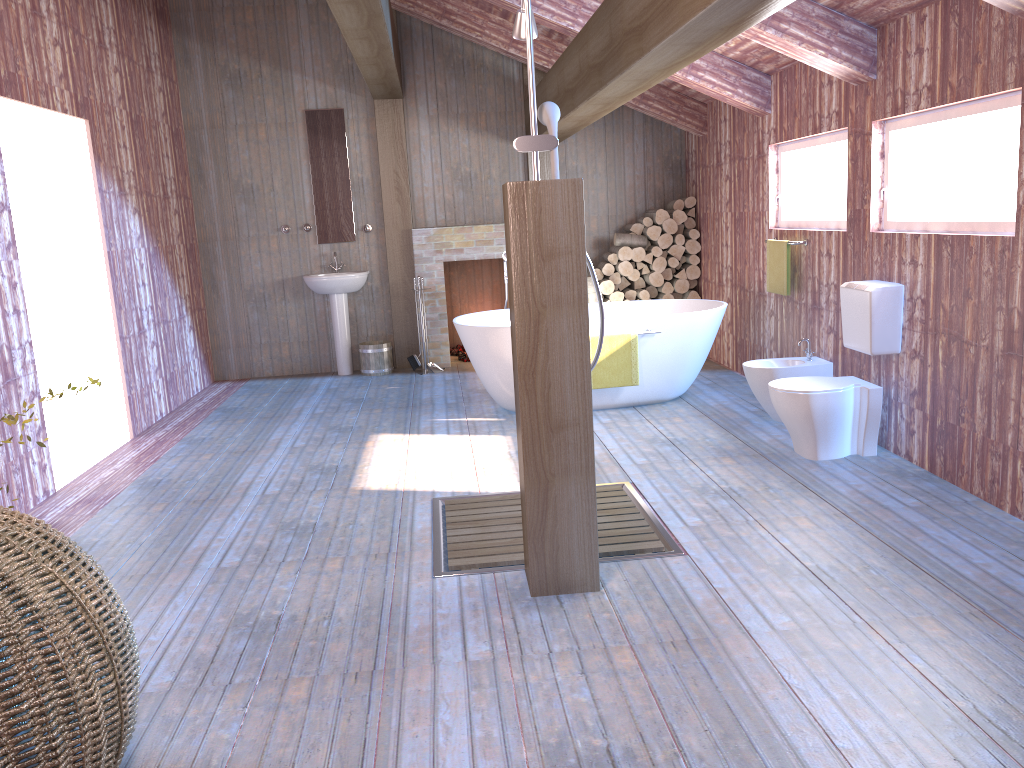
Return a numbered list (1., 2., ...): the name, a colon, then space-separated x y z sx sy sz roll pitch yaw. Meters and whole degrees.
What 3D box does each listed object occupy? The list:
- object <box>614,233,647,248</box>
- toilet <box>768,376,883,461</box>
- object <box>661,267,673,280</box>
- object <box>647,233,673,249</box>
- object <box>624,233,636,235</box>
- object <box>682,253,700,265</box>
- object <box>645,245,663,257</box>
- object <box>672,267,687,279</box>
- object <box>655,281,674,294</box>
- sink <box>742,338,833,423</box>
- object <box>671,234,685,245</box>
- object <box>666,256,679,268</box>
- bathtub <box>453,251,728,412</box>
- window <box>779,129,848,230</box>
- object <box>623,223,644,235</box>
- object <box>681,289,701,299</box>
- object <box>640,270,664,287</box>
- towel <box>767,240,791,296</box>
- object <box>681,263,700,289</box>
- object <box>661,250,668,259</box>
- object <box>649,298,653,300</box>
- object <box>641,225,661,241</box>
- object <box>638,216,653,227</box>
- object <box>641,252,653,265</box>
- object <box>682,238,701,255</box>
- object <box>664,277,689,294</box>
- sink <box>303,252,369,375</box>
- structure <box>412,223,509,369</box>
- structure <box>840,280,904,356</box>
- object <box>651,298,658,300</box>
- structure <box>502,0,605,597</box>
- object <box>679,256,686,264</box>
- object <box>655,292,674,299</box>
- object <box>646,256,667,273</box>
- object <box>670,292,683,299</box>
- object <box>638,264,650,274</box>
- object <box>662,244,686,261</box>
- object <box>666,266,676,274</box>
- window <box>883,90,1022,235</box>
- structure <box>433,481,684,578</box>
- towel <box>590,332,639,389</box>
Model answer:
1. object: 1.085 -1.314 8.126 0.302 0.157 0.121 -4 11 -3
2. toilet: 1.657 0.186 4.792 0.534 0.400 0.375 -4 11 -3
3. object: 1.407 -1.038 8.295 0.111 0.118 0.302 -4 11 -5
4. object: 1.372 -1.328 8.254 0.143 0.151 0.440 -4 11 -4
5. object: 1.093 -1.357 8.320 0.113 0.130 0.291 -4 11 -3
6. object: 1.649 -1.176 8.306 0.102 0.109 0.438 -4 11 -4
7. object: 1.299 -1.245 8.258 0.102 0.109 0.438 -4 11 -4
8. object: 1.531 -1.048 8.319 0.115 0.112 0.423 -4 11 -4
9. object: 1.415 -0.910 8.309 0.114 0.113 0.301 -5 11 -6
10. sink: 1.706 -0.023 5.558 0.515 0.517 0.335 -4 11 -3
11. object: 1.511 -1.350 8.260 0.089 0.106 0.437 -4 11 -3
12. object: 1.455 -1.151 8.291 0.102 0.109 0.438 -4 11 -4
13. bathtub: 0.551 -0.414 6.416 1.935 1.109 1.460 0 11 17
14. window: 1.959 -1.288 5.684 0.054 0.587 1.255 -4 11 -3
15. object: 1.141 -1.444 8.310 0.140 0.121 0.319 -4 11 -3
16. object: 1.646 -0.832 8.390 0.139 0.137 0.455 -5 11 -6
17. object: 1.293 -0.996 8.307 0.141 0.143 0.437 -5 11 -6
18. towel: 1.800 -0.790 5.995 0.032 0.361 0.370 -4 11 -4
19. object: 1.647 -1.013 8.345 0.137 0.256 0.439 -4 11 -4
20. object: 1.377 -1.200 8.255 0.095 0.090 0.278 -4 11 -3
21. object: 1.303 -0.778 8.333 0.054 0.056 0.146 -4 11 -4
22. object: 1.268 -1.411 8.247 0.139 0.148 0.458 -4 11 -4
23. object: 1.232 -1.500 8.198 0.094 0.097 0.227 -4 11 -3
24. object: 1.214 -1.169 8.264 0.109 0.124 0.424 -4 11 -5
25. object: 1.633 -1.292 8.287 0.147 0.152 0.439 -4 11 -4
26. object: 1.537 -0.935 8.348 0.137 0.133 0.437 -5 11 -6
27. sink: -1.586 -0.636 8.154 0.582 1.143 0.475 -4 11 -5
28. structure: -0.331 -0.830 8.372 1.130 1.330 0.226 -4 11 -4
29. structure: 1.902 -0.356 4.707 0.182 0.363 0.358 -4 11 -3
30. object: 1.333 -0.748 8.354 0.115 0.112 0.423 -4 11 -4
31. structure: 0.150 -0.344 3.250 0.328 2.209 0.522 0 11 16
32. object: 1.583 -1.178 8.345 0.088 0.092 0.280 -4 11 -3
33. object: 1.424 -0.804 8.324 0.116 0.117 0.289 -5 11 -6
34. object: 1.328 -1.121 8.287 0.136 0.157 0.439 -4 11 -3
35. object: 1.524 -0.836 8.459 0.118 0.106 0.319 -5 11 -6
36. object: 1.224 -1.082 8.289 0.085 0.096 0.280 -4 11 -3
37. object: 1.483 -1.239 8.309 0.172 0.151 0.482 -4 11 -3
38. object: 1.474 -1.068 8.297 0.065 0.069 0.177 -4 11 -5
39. window: 2.070 -1.006 4.168 0.054 0.587 1.255 -4 11 -3
40. structure: 0.148 0.651 3.988 1.000 0.067 1.000 -4 11 -5
41. towel: 0.660 -0.153 5.890 0.370 0.361 0.032 -5 11 -8
